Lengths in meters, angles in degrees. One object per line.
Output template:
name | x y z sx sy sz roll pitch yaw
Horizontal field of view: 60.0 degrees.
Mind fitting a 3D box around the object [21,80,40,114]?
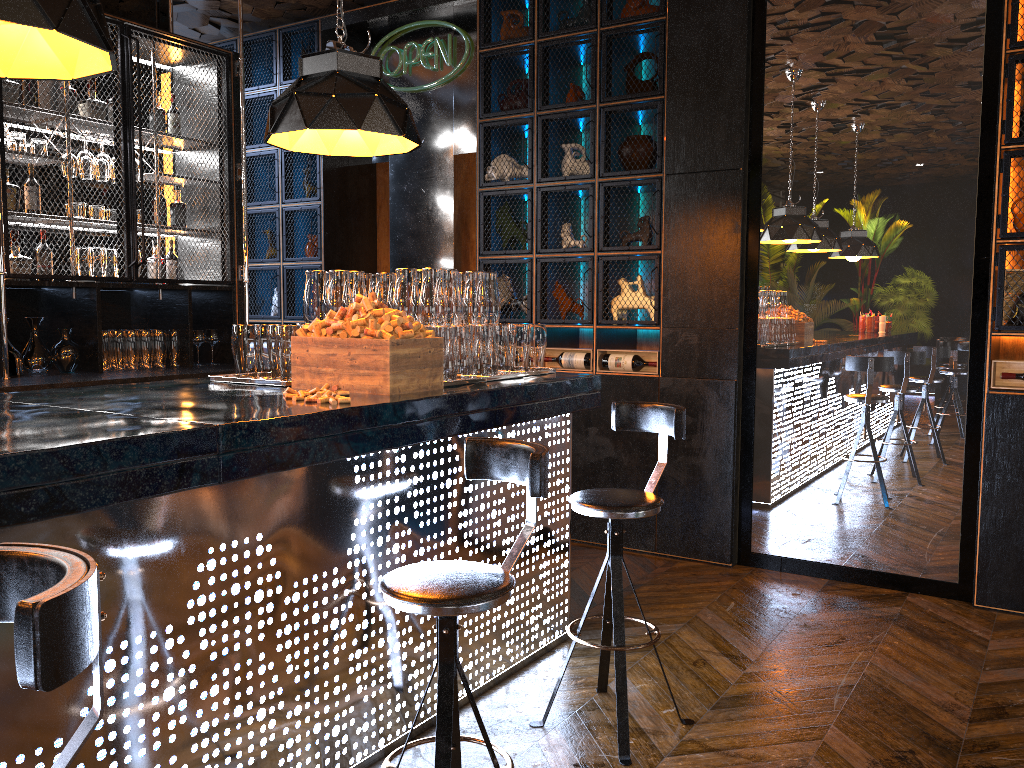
object | -2.674 -1.654 4.918 0.086 0.297 0.086 0 5 -9

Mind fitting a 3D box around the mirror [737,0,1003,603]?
mirror | 1.795 -0.715 4.567 1.194 3.551 0.026 3 6 32

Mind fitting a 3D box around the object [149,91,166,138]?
object | -2.238 -1.702 5.597 0.083 0.282 0.083 -4 7 -42

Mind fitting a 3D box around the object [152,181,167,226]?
object | -2.244 -1.142 5.646 0.086 0.299 0.086 0 5 -9

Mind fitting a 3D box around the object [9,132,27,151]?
object | -2.689 -1.317 4.823 0.089 0.092 0.089 -3 6 -32

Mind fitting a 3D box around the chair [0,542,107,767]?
chair | -0.745 0.795 1.102 0.476 1.108 0.419 -4 7 -42

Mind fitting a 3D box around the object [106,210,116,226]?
object | -2.461 -1.026 5.481 0.089 0.092 0.089 2 5 17

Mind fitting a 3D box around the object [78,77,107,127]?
object | -2.475 -1.670 5.228 0.123 0.279 0.123 4 6 36

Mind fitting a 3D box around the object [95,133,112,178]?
object | -2.400 -1.339 5.204 0.092 0.244 0.092 3 5 27

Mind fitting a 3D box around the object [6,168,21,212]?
object | -2.760 -1.047 4.831 0.094 0.248 0.151 5 7 41

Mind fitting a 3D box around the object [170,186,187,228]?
object | -2.169 -1.142 5.759 0.083 0.282 0.083 5 7 42

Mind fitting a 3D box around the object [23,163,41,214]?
object | -2.690 -1.084 4.966 0.086 0.298 0.086 0 5 -9

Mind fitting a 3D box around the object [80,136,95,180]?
object | -2.539 -1.347 5.292 0.092 0.244 0.092 3 5 27

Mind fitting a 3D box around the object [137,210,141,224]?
object | -2.318 -1.023 5.454 0.089 0.092 0.089 2 5 17

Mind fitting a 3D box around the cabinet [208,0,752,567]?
cabinet | -0.475 -0.851 6.228 4.416 3.514 0.691 3 6 32

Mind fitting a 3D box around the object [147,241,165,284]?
object | -2.265 -0.768 5.641 0.083 0.282 0.083 2 5 17

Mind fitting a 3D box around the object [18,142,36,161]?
object | -2.746 -1.314 5.017 0.089 0.092 0.089 -3 6 -32

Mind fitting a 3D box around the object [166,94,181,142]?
object | -2.186 -1.721 5.729 0.086 0.298 0.086 0 5 -4

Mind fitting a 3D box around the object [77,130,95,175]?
object | -2.459 -1.331 5.112 0.092 0.244 0.092 3 5 27

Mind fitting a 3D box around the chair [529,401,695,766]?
chair | 0.372 0.632 3.070 0.419 1.108 0.476 5 7 42

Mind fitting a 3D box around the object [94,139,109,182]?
object | -2.486 -1.354 5.376 0.092 0.244 0.092 3 5 27

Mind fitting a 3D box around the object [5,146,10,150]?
object | -2.724 -1.289 4.723 0.089 0.092 0.089 -3 6 -32

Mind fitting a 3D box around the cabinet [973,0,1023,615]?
cabinet | 4.267 -0.570 3.231 4.416 3.514 0.691 3 6 32

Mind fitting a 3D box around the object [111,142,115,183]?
object | -2.430 -1.361 5.463 0.092 0.244 0.092 3 5 27

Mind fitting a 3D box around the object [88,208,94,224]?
object | -2.519 -1.018 5.377 0.089 0.092 0.089 1 5 8

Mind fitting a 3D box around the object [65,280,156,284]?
object | -2.403 -0.610 5.335 0.273 0.019 0.437 3 6 32

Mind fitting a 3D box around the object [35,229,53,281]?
object | -2.656 -0.726 5.033 0.086 0.299 0.086 0 5 -9

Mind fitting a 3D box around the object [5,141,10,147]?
object | -2.724 -1.311 4.721 0.089 0.092 0.089 -3 6 -32

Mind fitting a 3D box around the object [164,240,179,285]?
object | -2.210 -0.784 5.753 0.086 0.298 0.086 0 5 -9

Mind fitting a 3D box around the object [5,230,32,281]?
object | -2.733 -0.703 4.882 0.123 0.279 0.123 2 5 21

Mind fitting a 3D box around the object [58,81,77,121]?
object | -2.557 -1.661 5.096 0.083 0.282 0.083 3 6 32

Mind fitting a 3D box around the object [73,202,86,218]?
object | -2.496 -0.994 5.099 0.089 0.092 0.089 2 5 17

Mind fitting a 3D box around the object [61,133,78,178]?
object | -2.598 -1.340 5.200 0.092 0.244 0.092 3 5 27

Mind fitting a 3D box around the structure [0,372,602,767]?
structure | -1.739 0.457 1.601 1.214 1.685 6.009 3 6 32

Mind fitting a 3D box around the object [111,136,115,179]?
object | -2.347 -1.346 5.288 0.092 0.244 0.092 3 5 27

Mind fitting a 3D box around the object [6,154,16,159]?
object | -2.805 -1.307 4.936 0.089 0.092 0.089 0 5 -7

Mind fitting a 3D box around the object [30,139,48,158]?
object | -2.620 -1.304 4.911 0.089 0.092 0.089 0 5 -7

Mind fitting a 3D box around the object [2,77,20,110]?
object | -2.740 -1.632 4.783 0.123 0.279 0.123 5 6 41

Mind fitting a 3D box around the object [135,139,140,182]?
object | -2.291 -1.353 5.375 0.092 0.244 0.092 3 5 27

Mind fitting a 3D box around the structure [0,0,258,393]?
structure | -3.665 -0.617 3.094 1.143 3.553 6.750 3 6 32

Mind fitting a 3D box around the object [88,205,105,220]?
object | -2.462 -1.007 5.258 0.089 0.092 0.089 3 6 33

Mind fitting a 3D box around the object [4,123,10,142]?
object | -2.724 -1.337 4.719 0.089 0.092 0.089 -3 6 -32

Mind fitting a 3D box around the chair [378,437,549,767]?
chair | -0.134 0.708 2.152 0.476 1.108 0.419 -4 7 -42

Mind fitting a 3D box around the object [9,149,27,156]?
object | -2.689 -1.297 4.825 0.089 0.092 0.089 -3 6 -32

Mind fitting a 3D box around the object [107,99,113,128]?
object | -2.389 -1.683 5.359 0.083 0.282 0.083 2 5 17
